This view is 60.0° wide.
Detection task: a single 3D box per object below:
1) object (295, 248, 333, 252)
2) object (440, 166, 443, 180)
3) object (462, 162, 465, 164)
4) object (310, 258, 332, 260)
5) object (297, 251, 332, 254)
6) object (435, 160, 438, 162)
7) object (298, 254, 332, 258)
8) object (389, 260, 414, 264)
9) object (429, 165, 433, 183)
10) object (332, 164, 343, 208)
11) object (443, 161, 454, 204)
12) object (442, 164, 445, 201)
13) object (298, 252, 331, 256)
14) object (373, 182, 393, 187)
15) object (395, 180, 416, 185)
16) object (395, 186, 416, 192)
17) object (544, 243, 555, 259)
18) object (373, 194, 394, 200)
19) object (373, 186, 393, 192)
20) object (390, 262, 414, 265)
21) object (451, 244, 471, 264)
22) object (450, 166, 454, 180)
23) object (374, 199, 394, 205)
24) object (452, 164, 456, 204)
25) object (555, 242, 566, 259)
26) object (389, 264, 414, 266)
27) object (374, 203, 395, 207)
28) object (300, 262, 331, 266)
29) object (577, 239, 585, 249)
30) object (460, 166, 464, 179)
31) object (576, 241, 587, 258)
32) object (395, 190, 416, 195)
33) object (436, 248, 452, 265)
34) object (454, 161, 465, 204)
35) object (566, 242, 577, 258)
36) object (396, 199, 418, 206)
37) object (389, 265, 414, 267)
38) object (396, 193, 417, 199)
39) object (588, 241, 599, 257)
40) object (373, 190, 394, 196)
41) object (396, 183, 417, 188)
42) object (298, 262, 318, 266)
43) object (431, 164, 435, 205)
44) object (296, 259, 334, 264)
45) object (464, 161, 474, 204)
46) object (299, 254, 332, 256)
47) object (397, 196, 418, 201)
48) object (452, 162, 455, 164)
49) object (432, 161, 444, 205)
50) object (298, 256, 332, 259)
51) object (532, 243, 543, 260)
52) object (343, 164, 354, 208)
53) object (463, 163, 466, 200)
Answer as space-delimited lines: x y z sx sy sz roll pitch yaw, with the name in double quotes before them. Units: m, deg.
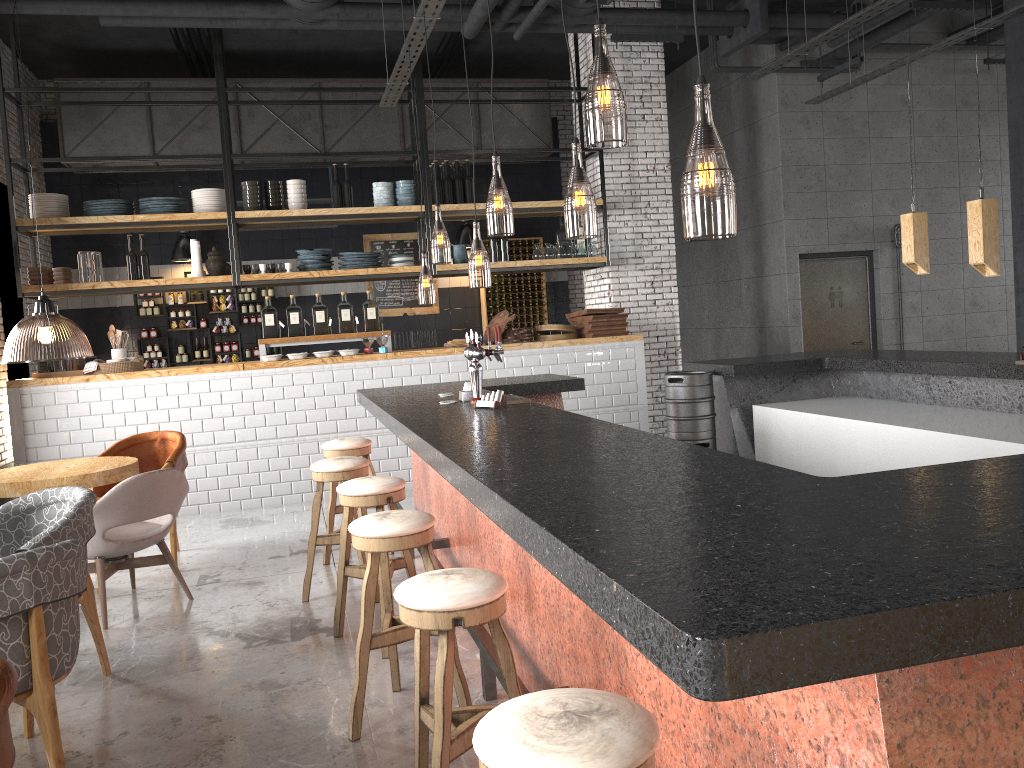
"object" -1.984 -1.325 8.898 0.373 0.050 0.373 -3 4 8
"object" -0.725 -2.062 9.350 0.098 0.458 0.098 -3 3 8
"object" -0.494 -2.298 9.262 0.046 0.031 0.046 -5 4 -22
"object" -1.978 -1.235 8.903 0.335 0.039 0.335 -5 4 -14
"object" -1.981 -1.305 8.901 0.334 0.048 0.335 -6 4 -27
"object" -0.777 -2.265 9.051 0.046 0.031 0.046 -7 4 -36
"object" -1.980 -1.265 8.904 0.335 0.052 0.334 -4 4 3
"object" -1.139 -1.244 9.118 0.265 0.038 0.265 -3 4 8
"object" -0.829 -2.059 9.324 0.098 0.470 0.098 -3 3 8
"object" -1.755 -1.966 8.888 0.098 0.470 0.098 -3 3 8
"object" -0.658 -2.048 9.088 0.098 0.458 0.098 -3 3 8
"object" -0.691 -2.055 9.219 0.098 0.458 0.098 -3 3 8
"object" -1.982 -1.291 8.901 0.335 0.036 0.335 -6 4 -25
"object" -1.314 -2.018 9.046 0.210 0.074 0.210 -5 4 -9
"object" -1.087 -2.027 9.084 0.218 0.091 0.219 -4 4 3
"object" -1.087 -1.963 9.085 0.218 0.092 0.219 -2 4 27
"object" 0.392 -1.397 9.354 0.118 0.180 0.118 -2 4 35
"object" -1.307 -1.889 9.057 0.210 0.074 0.210 -7 5 -39
"object" -1.313 -1.975 9.046 0.210 0.076 0.210 -7 5 -40
"object" -1.137 -1.226 9.118 0.263 0.037 0.263 -7 5 -40
"object" -0.533 -1.351 9.253 0.166 0.230 0.198 -7 5 -43
"object" -0.617 -2.071 9.378 0.098 0.458 0.098 -6 4 -36
"object" -1.306 -1.845 9.055 0.210 0.069 0.210 0 5 41
"object" -0.583 -2.064 9.247 0.098 0.458 0.098 -6 4 -36
"object" 0.513 -1.407 9.374 0.118 0.180 0.118 -3 3 19
"object" -1.136 -1.216 9.118 0.263 0.038 0.263 -4 4 1
"object" -1.302 -1.802 9.058 0.210 0.065 0.210 -4 4 4
"object" -1.976 -1.184 8.906 0.334 0.051 0.335 -3 4 16
"object" 0.731 -1.623 9.627 0.140 0.549 0.097 -4 3 -10
"object" -0.512 -2.080 9.404 0.098 0.458 0.098 -6 4 -36
"object" 0.739 -1.428 9.464 0.118 0.180 0.118 -6 4 -30
"object" -1.085 -1.931 9.086 0.218 0.092 0.219 -2 4 22
"object" -0.708 -1.336 9.222 0.198 0.230 0.166 -4 3 -8
"object" -0.550 -2.058 9.116 0.098 0.458 0.098 -6 4 -36
"object" 0.626 -1.417 9.417 0.118 0.180 0.118 -6 4 -38
"object" -1.074 -1.834 9.089 0.218 0.085 0.219 0 5 45
"object" -1.135 -1.203 9.120 0.263 0.026 0.264 -2 4 21
"object" -1.082 -1.899 9.084 0.218 0.092 0.219 -6 4 -24
"object" 0.870 -1.436 9.444 0.118 0.180 0.118 -3 3 10
"object" -1.314 -1.931 9.049 0.210 0.078 0.210 -3 4 8
"object" -1.079 -1.996 9.084 0.218 0.096 0.219 -6 4 -30
"object" -1.976 -1.197 8.905 0.334 0.045 0.335 -5 4 -18
"object" -0.795 -2.046 9.193 0.098 0.458 0.098 -3 3 8
"object" -1.973 -1.219 8.905 0.372 0.071 0.373 -4 4 -2
"object" -0.445 -2.066 9.142 0.098 0.458 0.098 -6 4 -36
"object" -1.981 -1.276 8.901 0.335 0.035 0.335 -7 5 -39
"object" -1.072 -1.868 9.089 0.218 0.092 0.219 -6 4 -31
"object" -0.598 -2.290 9.236 0.046 0.031 0.046 -7 4 -36
"object" -0.762 -2.039 9.062 0.098 0.458 0.098 -3 3 8
"object" -1.978 -1.249 8.905 0.334 0.052 0.334 -2 4 24
"object" 0.269 -1.388 9.341 0.118 0.180 0.118 -1 4 40
"object" -1.651 -1.975 8.914 0.098 0.470 0.098 -3 3 8
"object" -0.479 -2.073 9.273 0.098 0.458 0.098 -6 4 -36
